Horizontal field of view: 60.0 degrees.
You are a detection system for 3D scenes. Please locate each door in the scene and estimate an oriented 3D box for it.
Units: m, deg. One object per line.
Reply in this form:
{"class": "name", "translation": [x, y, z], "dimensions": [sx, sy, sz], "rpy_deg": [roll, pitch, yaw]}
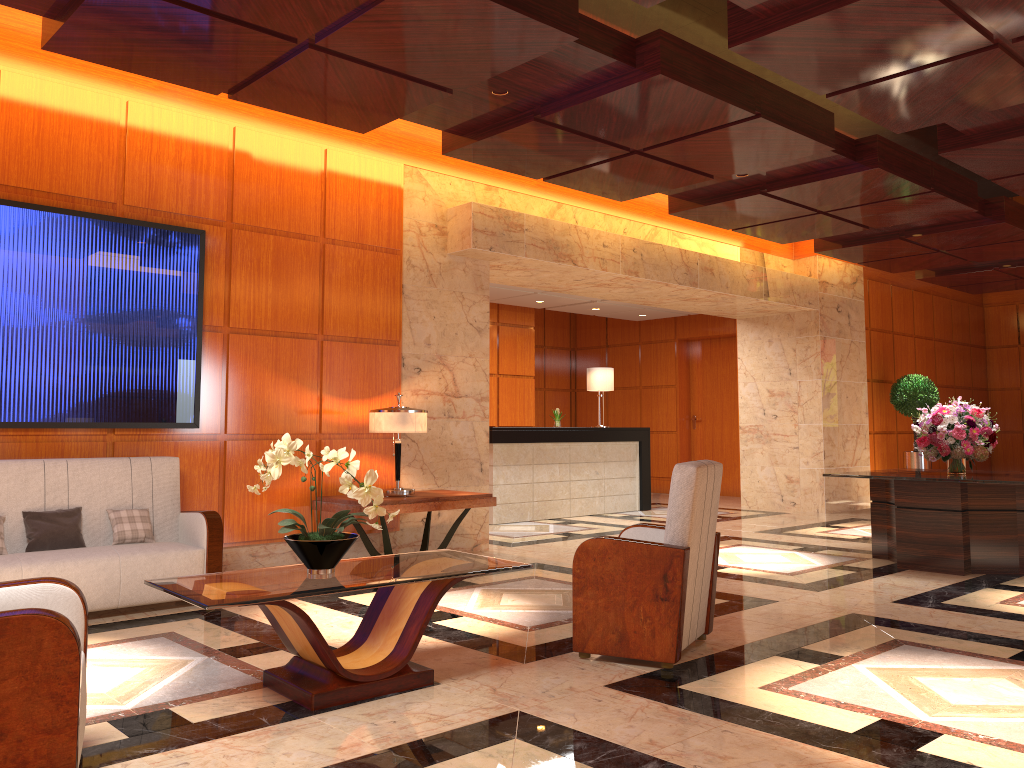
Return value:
{"class": "door", "translation": [3.445, 0.539, 14.974], "dimensions": [0.340, 2.706, 1.283], "rpy_deg": [5, -7, -42]}

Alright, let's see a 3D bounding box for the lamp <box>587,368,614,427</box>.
{"class": "lamp", "translation": [1.231, 0.193, 12.326], "dimensions": [0.372, 0.823, 0.371], "rpy_deg": [2, -5, -17]}

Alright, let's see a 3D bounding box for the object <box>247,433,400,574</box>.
{"class": "object", "translation": [-0.851, 0.527, 3.946], "dimensions": [0.788, 0.619, 0.416], "rpy_deg": [-2, -5, 25]}

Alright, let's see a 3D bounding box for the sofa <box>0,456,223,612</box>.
{"class": "sofa", "translation": [-2.734, 0.927, 5.368], "dimensions": [1.796, 0.935, 0.611], "rpy_deg": [3, -5, -42]}

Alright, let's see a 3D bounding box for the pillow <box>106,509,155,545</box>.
{"class": "pillow", "translation": [-2.442, 0.918, 5.683], "dimensions": [0.273, 0.230, 0.202], "rpy_deg": [3, -5, -40]}

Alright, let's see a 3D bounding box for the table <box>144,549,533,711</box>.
{"class": "table", "translation": [-0.725, 1.086, 3.933], "dimensions": [1.558, 0.497, 0.721], "rpy_deg": [3, -4, -39]}

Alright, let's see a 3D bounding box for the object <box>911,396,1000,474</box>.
{"class": "object", "translation": [3.768, 0.433, 7.538], "dimensions": [0.649, 0.660, 0.679], "rpy_deg": [-3, -5, 39]}

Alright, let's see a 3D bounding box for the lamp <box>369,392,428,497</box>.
{"class": "lamp", "translation": [-0.888, 0.469, 6.915], "dimensions": [0.458, 0.813, 0.457], "rpy_deg": [3, -6, -33]}

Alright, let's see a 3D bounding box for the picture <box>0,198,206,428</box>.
{"class": "picture", "translation": [-3.009, -0.438, 5.805], "dimensions": [1.994, 1.457, 0.056], "rpy_deg": [3, -6, -42]}

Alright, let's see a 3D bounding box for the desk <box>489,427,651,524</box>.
{"class": "desk", "translation": [0.537, 1.145, 11.702], "dimensions": [2.922, 1.145, 0.940], "rpy_deg": [3, -5, -42]}

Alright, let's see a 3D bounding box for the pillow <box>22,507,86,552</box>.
{"class": "pillow", "translation": [-2.795, 0.890, 5.409], "dimensions": [0.160, 0.254, 0.357], "rpy_deg": [-4, -6, 44]}

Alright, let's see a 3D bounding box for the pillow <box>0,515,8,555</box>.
{"class": "pillow", "translation": [-3.097, 0.883, 5.095], "dimensions": [0.344, 0.228, 0.194], "rpy_deg": [3, -5, -37]}

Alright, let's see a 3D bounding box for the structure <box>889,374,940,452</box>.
{"class": "structure", "translation": [6.075, 0.686, 13.331], "dimensions": [0.721, 1.718, 0.720], "rpy_deg": [-2, -5, 25]}

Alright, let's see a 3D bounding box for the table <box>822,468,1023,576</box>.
{"class": "table", "translation": [3.781, 1.136, 7.488], "dimensions": [1.598, 0.747, 1.598], "rpy_deg": [3, -4, -42]}

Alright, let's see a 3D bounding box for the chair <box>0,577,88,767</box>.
{"class": "chair", "translation": [-1.674, 0.783, 2.785], "dimensions": [0.628, 0.964, 0.736], "rpy_deg": [2, -5, -23]}

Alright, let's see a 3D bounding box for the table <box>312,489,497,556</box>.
{"class": "table", "translation": [-0.835, 1.183, 6.993], "dimensions": [1.268, 0.609, 0.724], "rpy_deg": [3, -5, -42]}

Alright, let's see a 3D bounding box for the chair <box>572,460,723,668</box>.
{"class": "chair", "translation": [0.727, 0.873, 4.571], "dimensions": [0.628, 0.964, 0.736], "rpy_deg": [-2, -5, 26]}
